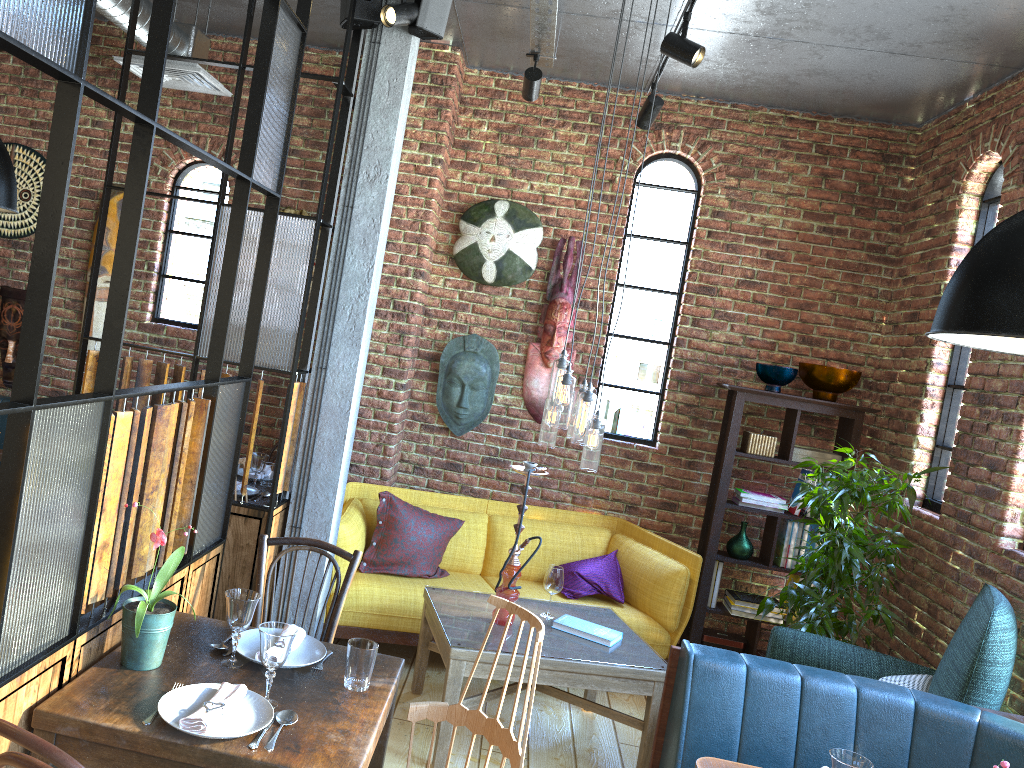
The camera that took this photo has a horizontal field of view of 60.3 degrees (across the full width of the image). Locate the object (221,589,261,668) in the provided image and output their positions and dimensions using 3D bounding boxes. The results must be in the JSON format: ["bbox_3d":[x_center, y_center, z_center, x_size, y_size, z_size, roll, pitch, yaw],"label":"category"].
[{"bbox_3d":[-0.745,0.665,2.394,0.095,0.191,0.101,9,3,-21],"label":"object"}]

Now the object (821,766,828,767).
[{"bbox_3d":[0.827,1.069,2.294,0.330,0.051,0.266,10,3,8],"label":"object"}]

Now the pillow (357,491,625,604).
[{"bbox_3d":[-0.091,0.893,4.872,1.480,0.453,0.404,9,3,-6],"label":"pillow"}]

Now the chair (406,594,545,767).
[{"bbox_3d":[-0.205,1.088,2.321,0.435,1.005,0.555,8,3,-25],"label":"chair"}]

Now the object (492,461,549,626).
[{"bbox_3d":[0.024,0.688,3.747,0.168,0.704,0.262,9,2,-6],"label":"object"}]

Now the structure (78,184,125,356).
[{"bbox_3d":[-2.617,-0.730,5.629,0.234,1.119,0.092,10,2,6],"label":"structure"}]

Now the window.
[{"bbox_3d":[1.406,-0.202,2.809,3.294,2.429,8.902,8,3,-31],"label":"window"}]

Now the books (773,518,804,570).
[{"bbox_3d":[1.575,0.902,5.024,0.086,0.272,0.171,10,2,2],"label":"books"}]

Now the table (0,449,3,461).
[{"bbox_3d":[-3.336,0.643,4.812,0.750,0.603,0.738,10,3,4],"label":"table"}]

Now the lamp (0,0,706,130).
[{"bbox_3d":[-2.347,-1.836,1.943,6.318,0.274,7.173,10,3,3],"label":"lamp"}]

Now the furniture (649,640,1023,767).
[{"bbox_3d":[1.120,1.430,1.630,1.376,0.822,2.594,10,3,2],"label":"furniture"}]

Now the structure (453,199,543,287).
[{"bbox_3d":[-0.087,-0.853,5.325,0.536,0.520,0.146,10,2,6],"label":"structure"}]

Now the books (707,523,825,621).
[{"bbox_3d":[1.437,1.032,5.041,0.592,0.574,0.189,10,2,4],"label":"books"}]

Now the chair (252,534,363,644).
[{"bbox_3d":[-0.760,1.006,2.852,0.405,0.914,0.522,9,2,-2],"label":"chair"}]

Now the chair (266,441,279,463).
[{"bbox_3d":[-1.453,0.769,5.285,0.455,0.920,0.528,11,3,25],"label":"chair"}]

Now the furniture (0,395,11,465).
[{"bbox_3d":[-3.558,0.482,5.058,1.456,0.822,1.480,10,3,4],"label":"furniture"}]

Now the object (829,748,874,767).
[{"bbox_3d":[0.806,1.001,2.139,0.103,0.191,0.094,11,3,33],"label":"object"}]

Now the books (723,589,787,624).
[{"bbox_3d":[1.382,1.269,5.028,0.307,0.088,0.242,10,3,6],"label":"books"}]

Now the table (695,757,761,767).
[{"bbox_3d":[0.837,1.463,1.672,0.829,0.660,1.529,10,3,2],"label":"table"}]

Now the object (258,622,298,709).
[{"bbox_3d":[-0.596,0.700,2.187,0.094,0.191,0.103,8,3,-39],"label":"object"}]

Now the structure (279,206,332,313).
[{"bbox_3d":[-1.404,-0.743,5.487,0.595,0.726,0.126,10,2,6],"label":"structure"}]

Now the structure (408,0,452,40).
[{"bbox_3d":[-0.366,-1.643,3.825,0.193,0.267,0.157,12,3,44],"label":"structure"}]

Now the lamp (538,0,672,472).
[{"bbox_3d":[0.288,-0.704,3.869,0.524,2.118,0.277,11,3,29],"label":"lamp"}]

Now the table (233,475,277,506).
[{"bbox_3d":[-1.516,0.888,4.696,0.757,0.727,0.745,10,3,4],"label":"table"}]

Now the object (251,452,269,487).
[{"bbox_3d":[-1.327,0.459,4.576,0.102,0.191,0.095,11,3,24],"label":"object"}]

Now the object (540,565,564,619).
[{"bbox_3d":[0.182,0.942,4.002,0.095,0.228,0.086,12,3,42],"label":"object"}]

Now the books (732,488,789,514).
[{"bbox_3d":[1.417,0.667,5.030,0.272,0.080,0.177,10,3,5],"label":"books"}]

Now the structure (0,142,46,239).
[{"bbox_3d":[-3.264,-1.255,5.711,0.667,0.619,0.078,10,2,4],"label":"structure"}]

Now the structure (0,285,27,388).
[{"bbox_3d":[-3.223,-0.295,5.702,0.263,0.655,0.159,10,2,5],"label":"structure"}]

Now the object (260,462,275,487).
[{"bbox_3d":[-1.316,0.488,4.749,0.088,0.119,0.080,11,3,35],"label":"object"}]

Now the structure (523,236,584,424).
[{"bbox_3d":[0.265,-0.317,5.347,0.216,1.146,0.238,8,3,-41],"label":"structure"}]

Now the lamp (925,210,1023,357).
[{"bbox_3d":[1.173,-0.703,1.600,0.547,1.326,0.511,11,3,21],"label":"lamp"}]

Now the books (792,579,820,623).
[{"bbox_3d":[1.667,1.223,5.024,0.085,0.272,0.188,10,2,2],"label":"books"}]

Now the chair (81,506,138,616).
[{"bbox_3d":[-1.638,0.852,3.016,0.513,0.914,0.412,9,2,-11],"label":"chair"}]

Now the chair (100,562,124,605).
[{"bbox_3d":[-1.462,0.906,2.537,0.568,0.920,0.423,11,3,21],"label":"chair"}]

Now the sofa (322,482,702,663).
[{"bbox_3d":[-0.110,1.094,4.843,1.961,0.762,0.804,9,3,-10],"label":"sofa"}]

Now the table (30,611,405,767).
[{"bbox_3d":[-0.759,1.133,2.323,0.757,0.727,0.745,10,3,4],"label":"table"}]

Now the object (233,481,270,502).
[{"bbox_3d":[-1.394,0.526,4.446,0.330,0.051,0.266,10,3,8],"label":"object"}]

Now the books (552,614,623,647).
[{"bbox_3d":[0.329,1.075,3.852,0.284,0.028,0.154,11,3,28],"label":"books"}]

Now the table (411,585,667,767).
[{"bbox_3d":[0.081,1.305,3.875,0.920,0.508,0.763,9,3,-11],"label":"table"}]

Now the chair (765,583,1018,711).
[{"bbox_3d":[1.278,1.227,3.425,1.075,1.097,0.775,11,3,28],"label":"chair"}]

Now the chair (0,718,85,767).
[{"bbox_3d":[-0.830,1.049,1.768,0.455,0.920,0.528,11,3,25],"label":"chair"}]

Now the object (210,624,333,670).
[{"bbox_3d":[-0.679,0.742,2.514,0.330,0.051,0.266,10,3,8],"label":"object"}]

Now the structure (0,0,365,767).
[{"bbox_3d":[-2.988,-0.524,1.756,5.921,3.325,5.962,9,3,-13],"label":"structure"}]

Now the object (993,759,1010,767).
[{"bbox_3d":[0.944,0.925,1.728,0.141,0.431,0.210,11,3,21],"label":"object"}]

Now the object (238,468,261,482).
[{"bbox_3d":[-1.431,0.497,4.911,0.330,0.051,0.266,10,3,8],"label":"object"}]

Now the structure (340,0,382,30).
[{"bbox_3d":[-0.665,-1.695,3.862,0.178,0.267,0.171,9,3,-23],"label":"structure"}]

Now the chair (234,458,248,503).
[{"bbox_3d":[-1.436,0.793,4.121,0.528,1.005,0.457,9,2,-9],"label":"chair"}]

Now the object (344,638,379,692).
[{"bbox_3d":[-0.410,0.758,2.375,0.083,0.119,0.085,9,2,-7],"label":"object"}]

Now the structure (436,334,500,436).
[{"bbox_3d":[-0.280,0.009,5.363,0.371,0.639,0.102,10,2,7],"label":"structure"}]

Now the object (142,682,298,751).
[{"bbox_3d":[-0.677,0.764,2.069,0.330,0.051,0.266,10,3,8],"label":"object"}]

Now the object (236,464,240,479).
[{"bbox_3d":[-1.497,0.461,4.699,0.088,0.119,0.080,11,3,35],"label":"object"}]

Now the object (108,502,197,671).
[{"bbox_3d":[-0.927,0.521,2.308,0.146,0.426,0.198,11,3,37],"label":"object"}]

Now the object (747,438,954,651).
[{"bbox_3d":[1.510,1.012,4.169,0.707,1.528,0.882,9,3,-18],"label":"object"}]

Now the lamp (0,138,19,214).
[{"bbox_3d":[-1.723,-1.240,2.737,0.544,1.326,0.514,10,2,16],"label":"lamp"}]

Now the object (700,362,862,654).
[{"bbox_3d":[1.506,0.748,5.007,0.609,1.760,0.327,10,2,-1],"label":"object"}]

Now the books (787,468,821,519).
[{"bbox_3d":[1.667,0.620,5.019,0.125,0.258,0.162,10,2,3],"label":"books"}]

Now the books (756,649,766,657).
[{"bbox_3d":[1.502,1.594,5.036,0.241,0.072,0.206,9,3,-7],"label":"books"}]

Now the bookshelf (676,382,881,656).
[{"bbox_3d":[1.466,0.887,5.029,0.824,1.667,0.314,10,2,6],"label":"bookshelf"}]

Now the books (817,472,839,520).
[{"bbox_3d":[1.768,0.637,4.998,0.080,0.257,0.176,10,2,2],"label":"books"}]
